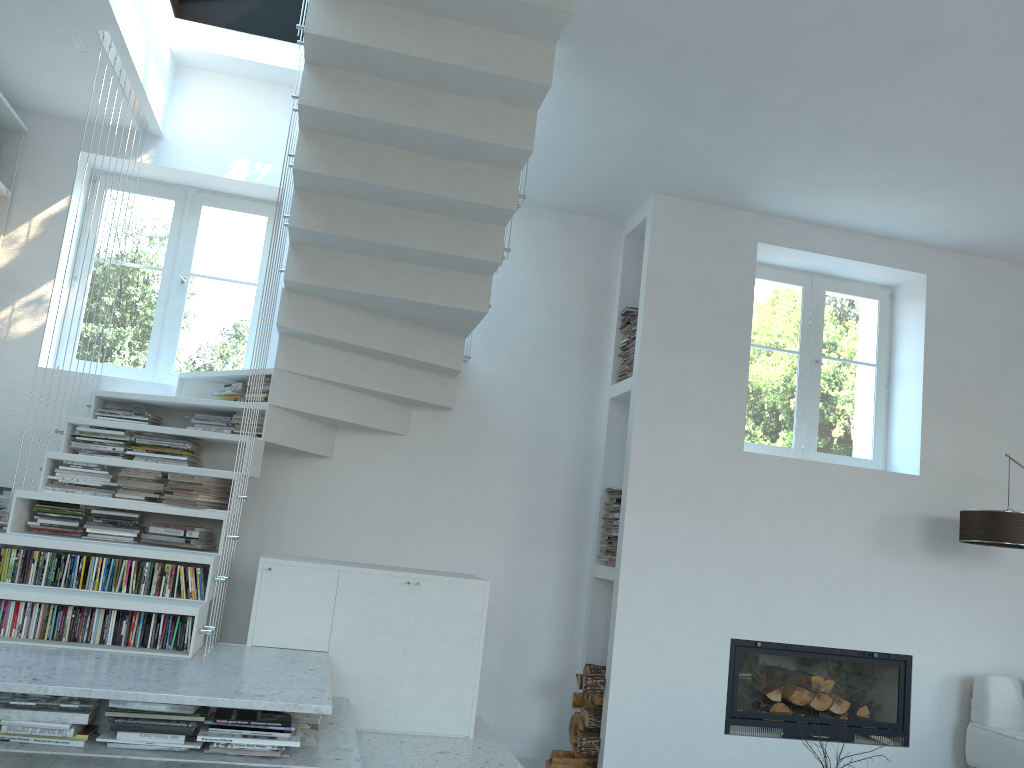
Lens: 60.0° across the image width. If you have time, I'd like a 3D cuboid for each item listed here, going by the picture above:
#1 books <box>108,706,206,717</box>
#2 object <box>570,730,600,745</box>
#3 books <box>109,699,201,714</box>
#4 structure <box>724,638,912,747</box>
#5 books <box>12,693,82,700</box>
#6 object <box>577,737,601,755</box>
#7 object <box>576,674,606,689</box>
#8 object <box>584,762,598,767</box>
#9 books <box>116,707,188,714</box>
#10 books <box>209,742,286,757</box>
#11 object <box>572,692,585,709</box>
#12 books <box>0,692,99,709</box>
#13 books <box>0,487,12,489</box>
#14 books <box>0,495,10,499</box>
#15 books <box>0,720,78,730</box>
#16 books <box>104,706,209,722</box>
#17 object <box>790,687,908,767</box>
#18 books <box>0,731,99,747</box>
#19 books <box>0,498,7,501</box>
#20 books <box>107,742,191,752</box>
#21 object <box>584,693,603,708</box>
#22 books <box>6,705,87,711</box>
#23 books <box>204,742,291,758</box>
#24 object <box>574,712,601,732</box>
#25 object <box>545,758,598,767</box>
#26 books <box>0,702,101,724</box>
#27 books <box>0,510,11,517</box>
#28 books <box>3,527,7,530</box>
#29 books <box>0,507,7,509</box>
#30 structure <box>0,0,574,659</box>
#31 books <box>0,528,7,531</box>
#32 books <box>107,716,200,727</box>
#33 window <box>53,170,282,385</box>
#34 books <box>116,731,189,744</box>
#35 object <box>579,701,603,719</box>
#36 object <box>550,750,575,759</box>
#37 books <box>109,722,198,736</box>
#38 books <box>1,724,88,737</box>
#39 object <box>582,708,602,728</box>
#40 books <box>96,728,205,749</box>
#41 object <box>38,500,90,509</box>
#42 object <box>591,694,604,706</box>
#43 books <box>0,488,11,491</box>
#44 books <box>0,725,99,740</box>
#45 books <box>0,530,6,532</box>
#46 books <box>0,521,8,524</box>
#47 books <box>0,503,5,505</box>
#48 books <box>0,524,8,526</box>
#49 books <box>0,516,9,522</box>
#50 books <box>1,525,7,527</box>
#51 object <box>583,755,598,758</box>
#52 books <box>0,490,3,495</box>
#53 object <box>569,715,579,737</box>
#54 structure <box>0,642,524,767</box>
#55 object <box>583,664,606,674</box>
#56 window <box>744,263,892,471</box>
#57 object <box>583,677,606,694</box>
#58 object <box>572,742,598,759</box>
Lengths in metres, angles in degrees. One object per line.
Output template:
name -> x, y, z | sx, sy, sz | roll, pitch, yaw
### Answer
books -> -1.063, 0.974, 2.675 | 0.260, 0.007, 0.171 | 9, -10, -13
object -> 0.550, 1.978, 4.929 | 0.440, 0.109, 0.169 | 11, -11, -23
books -> -1.058, 0.950, 2.665 | 0.237, 0.022, 0.189 | 7, -10, -6
structure -> 1.647, 1.794, 5.195 | 1.211, 0.583, 0.736 | 9, -10, -15
books -> -1.361, 0.911, 2.634 | 0.181, 0.014, 0.134 | 7, -10, -6
object -> 0.546, 1.924, 4.700 | 0.442, 0.094, 0.096 | 9, -10, -14
object -> 0.569, 1.668, 4.957 | 0.418, 0.101, 0.110 | 8, -10, -9
object -> 0.571, 2.088, 4.772 | 0.408, 0.097, 0.138 | 10, -10, -17
books -> -1.062, 0.967, 2.676 | 0.208, 0.008, 0.170 | 8, -10, -8
books -> -0.806, 1.108, 2.719 | 0.212, 0.014, 0.161 | 8, -10, -7
object -> 0.527, 1.806, 5.023 | 0.406, 0.086, 0.088 | 9, -10, -13
books -> -1.356, 0.920, 2.603 | 0.256, 0.014, 0.192 | 9, -10, -15
books -> -2.624, 0.510, 4.443 | 0.152, 0.006, 0.231 | 7, -10, -6
books -> -2.635, 0.555, 4.434 | 0.155, 0.014, 0.235 | 8, -10, -10
books -> -1.364, 0.981, 2.601 | 0.187, 0.015, 0.178 | 7, -10, -6
books -> -1.064, 0.984, 2.672 | 0.281, 0.013, 0.168 | 9, -10, -14
object -> 1.312, 1.503, 3.490 | 0.435, 0.521, 0.309 | 3, -10, 19
books -> -1.374, 1.035, 2.612 | 0.262, 0.016, 0.132 | 7, -10, -6
books -> -2.641, 0.568, 4.431 | 0.150, 0.014, 0.206 | 8, -10, -11
books -> -1.076, 1.076, 2.668 | 0.231, 0.020, 0.142 | 7, -10, -6
object -> 0.571, 1.775, 4.951 | 0.328, 0.151, 0.133 | 9, -10, -14
books -> -1.362, 0.939, 2.623 | 0.208, 0.017, 0.145 | 9, -10, -16
books -> -0.811, 1.121, 2.733 | 0.250, 0.009, 0.144 | 8, -10, -11
object -> 0.536, 1.898, 4.954 | 0.397, 0.109, 0.132 | 11, -11, -26
object -> 0.475, 2.060, 4.810 | 0.642, 0.108, 0.134 | 11, -11, -23
books -> -1.363, 0.960, 2.610 | 0.250, 0.029, 0.174 | 9, -10, -13
books -> -2.452, 0.657, 4.455 | 0.161, 0.026, 0.268 | 7, -10, -6
books -> -2.438, 0.728, 4.449 | 0.128, 0.013, 0.296 | 9, -10, -13
books -> -2.640, 0.609, 4.425 | 0.161, 0.008, 0.193 | 8, -10, -11
structure -> -0.976, -0.280, 3.764 | 1.955, 3.375, 2.618 | 8, -10, -11
books -> -2.464, 0.733, 4.442 | 0.189, 0.006, 0.250 | 8, -10, -11
books -> -1.065, 1.000, 2.668 | 0.250, 0.009, 0.187 | 8, -10, -11
window -> -1.979, -0.576, 5.193 | 1.118, 1.224, 0.042 | 8, -9, -11
books -> -1.073, 1.046, 2.674 | 0.189, 0.028, 0.156 | 8, -10, -10
object -> 0.544, 1.870, 4.894 | 0.406, 0.225, 0.068 | 10, -10, -19
object -> 0.438, 2.098, 4.939 | 0.446, 0.097, 0.117 | 9, -10, -15
books -> -1.068, 1.018, 2.669 | 0.230, 0.026, 0.178 | 8, -10, -11
books -> -1.369, 1.001, 2.609 | 0.192, 0.024, 0.167 | 8, -10, -10
object -> 0.578, 1.821, 4.809 | 0.393, 0.092, 0.129 | 9, -10, -16
books -> -1.074, 1.062, 2.666 | 0.292, 0.007, 0.155 | 8, -10, -8
object -> -1.932, 0.519, 3.832 | 0.174, 0.025, 0.161 | 8, -10, -7
object -> 0.653, 1.718, 4.846 | 0.434, 0.103, 0.141 | 9, -10, -15
books -> -2.629, 0.518, 4.440 | 0.159, 0.011, 0.229 | 9, -10, -12
books -> -1.374, 1.022, 2.623 | 0.258, 0.013, 0.136 | 8, -10, -11
books -> -2.464, 0.740, 4.441 | 0.185, 0.008, 0.251 | 8, -10, -10
books -> -2.463, 0.699, 4.447 | 0.177, 0.012, 0.279 | 8, -10, -7
books -> -2.646, 0.589, 4.427 | 0.144, 0.009, 0.227 | 8, -10, -11
books -> -2.445, 0.710, 4.449 | 0.146, 0.006, 0.296 | 9, -10, -13
books -> -2.450, 0.682, 4.452 | 0.157, 0.025, 0.234 | 9, -10, -15
books -> -2.442, 0.717, 4.449 | 0.131, 0.007, 0.250 | 8, -10, -7
object -> 0.558, 1.967, 4.795 | 0.395, 0.106, 0.149 | 10, -10, -21
books -> -2.644, 0.534, 4.435 | 0.123, 0.025, 0.232 | 9, -10, -14
object -> 0.547, 1.951, 4.984 | 0.440, 0.148, 0.129 | 8, -10, -12
structure -> -1.504, 1.304, 3.286 | 3.113, 0.658, 2.904 | 8, -10, -11
object -> 0.579, 1.676, 5.040 | 0.332, 0.140, 0.141 | 8, -10, -11
window -> 1.840, -0.100, 5.467 | 1.118, 1.224, 0.072 | 8, -9, -11
object -> 0.579, 1.626, 4.754 | 0.442, 0.094, 0.096 | 9, -10, -14
object -> 0.530, 1.944, 4.781 | 0.446, 0.207, 0.085 | 9, -10, -16
